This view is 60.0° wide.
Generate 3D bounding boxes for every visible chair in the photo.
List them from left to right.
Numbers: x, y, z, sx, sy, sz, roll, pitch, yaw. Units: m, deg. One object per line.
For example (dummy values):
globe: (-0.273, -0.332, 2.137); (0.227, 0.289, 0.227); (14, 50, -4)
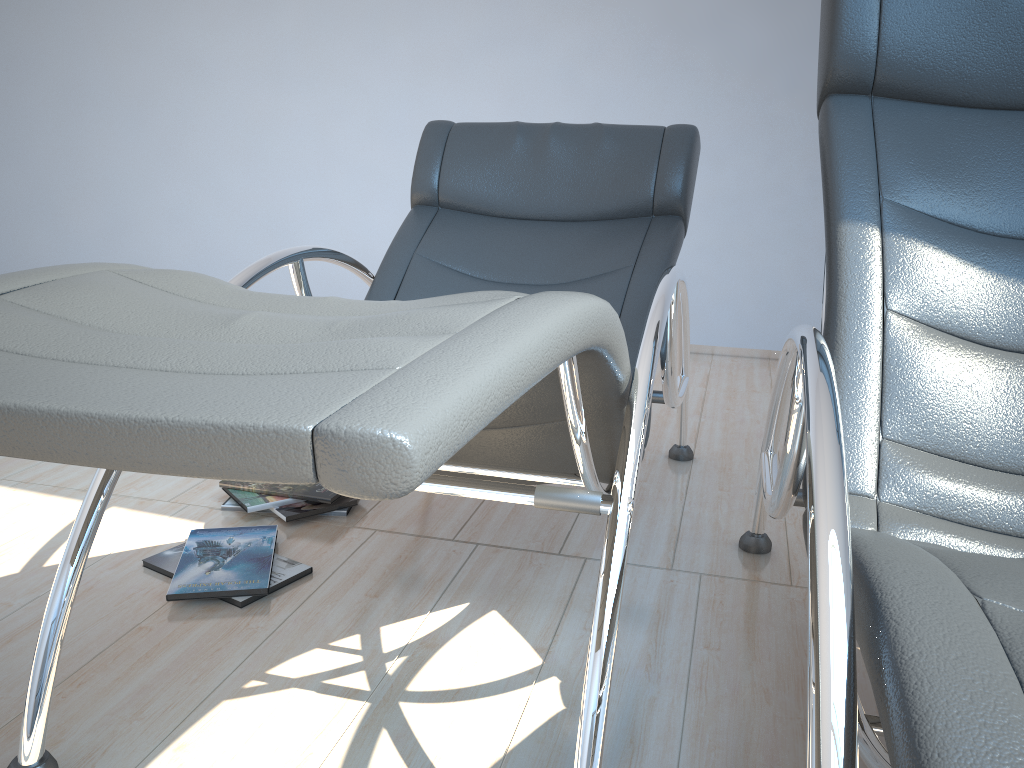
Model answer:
chair: (-0.107, -0.037, 1.674); (0.836, 0.953, 2.114); (5, 15, 14)
chair: (0.711, 0.023, 0.926); (0.836, 1.251, 1.938); (5, 15, 14)

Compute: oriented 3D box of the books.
books: (-0.183, 0.745, 0.091); (1.045, 0.222, 4.790); (-3, 15, -18)
